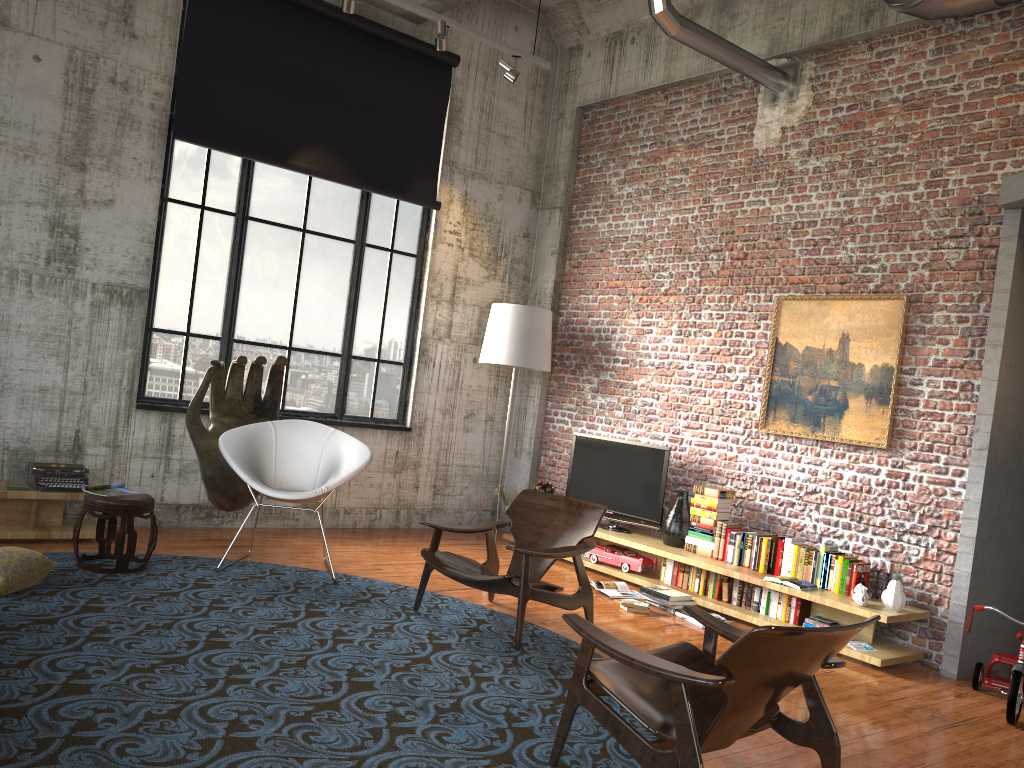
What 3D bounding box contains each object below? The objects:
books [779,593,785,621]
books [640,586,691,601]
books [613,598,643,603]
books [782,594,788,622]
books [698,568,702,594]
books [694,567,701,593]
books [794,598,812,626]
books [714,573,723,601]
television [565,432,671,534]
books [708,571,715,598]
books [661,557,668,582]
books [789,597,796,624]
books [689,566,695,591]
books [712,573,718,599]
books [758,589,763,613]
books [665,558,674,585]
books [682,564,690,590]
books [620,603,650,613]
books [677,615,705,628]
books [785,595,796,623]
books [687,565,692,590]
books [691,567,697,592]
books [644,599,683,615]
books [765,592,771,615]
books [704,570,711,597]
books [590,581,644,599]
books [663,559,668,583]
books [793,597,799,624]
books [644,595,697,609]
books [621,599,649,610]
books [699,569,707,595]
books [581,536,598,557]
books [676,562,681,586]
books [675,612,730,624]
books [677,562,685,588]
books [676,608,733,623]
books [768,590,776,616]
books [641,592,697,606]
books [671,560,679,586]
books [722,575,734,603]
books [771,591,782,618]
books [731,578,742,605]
[{"bbox_3d":[1.945,1.570,6.253,0.138,0.191,0.026,7,1,-38],"label":"books"},{"bbox_3d":[1.124,1.532,6.484,0.236,0.035,0.296,8,-1,-36],"label":"books"},{"bbox_3d":[0.859,1.607,6.534,0.189,0.012,0.133,8,-1,-40],"label":"books"},{"bbox_3d":[1.958,1.571,6.231,0.138,0.191,0.026,7,1,-38],"label":"books"},{"bbox_3d":[1.505,1.507,6.824,0.159,0.220,0.030,7,1,-38],"label":"books"},{"bbox_3d":[1.475,1.513,6.841,0.146,0.200,0.032,7,1,-38],"label":"books"},{"bbox_3d":[2.021,1.578,6.151,0.138,0.191,0.026,7,1,-38],"label":"books"},{"bbox_3d":[1.597,1.517,6.667,0.159,0.220,0.030,7,1,-38],"label":"books"},{"bbox_3d":[0.912,0.876,7.765,1.087,0.793,0.286,7,1,39],"label":"television"},{"bbox_3d":[1.560,1.519,6.719,0.151,0.208,0.039,7,1,-38],"label":"books"},{"bbox_3d":[1.260,1.480,7.100,0.139,0.217,0.022,7,1,-38],"label":"books"},{"bbox_3d":[1.998,1.581,6.194,0.132,0.181,0.034,7,1,-38],"label":"books"},{"bbox_3d":[1.436,1.512,6.876,0.140,0.194,0.023,7,1,-38],"label":"books"},{"bbox_3d":[1.586,1.516,6.696,0.159,0.220,0.030,7,1,-38],"label":"books"},{"bbox_3d":[1.829,1.568,6.401,0.122,0.168,0.020,7,1,-38],"label":"books"},{"bbox_3d":[1.311,1.471,7.057,0.172,0.247,0.057,7,1,-38],"label":"books"},{"bbox_3d":[1.405,1.498,6.926,0.148,0.214,0.049,7,1,-38],"label":"books"},{"bbox_3d":[0.877,1.598,6.323,0.182,0.030,0.128,7,0,-16],"label":"books"},{"bbox_3d":[1.338,1.660,6.222,0.232,0.017,0.312,7,-1,-23],"label":"books"},{"bbox_3d":[1.976,1.573,6.214,0.138,0.191,0.026,7,1,-38],"label":"books"},{"bbox_3d":[1.429,1.499,6.898,0.139,0.217,0.022,7,1,-38],"label":"books"},{"bbox_3d":[1.452,1.514,6.859,0.140,0.194,0.023,7,1,-38],"label":"books"},{"bbox_3d":[1.173,1.631,6.520,0.237,0.040,0.319,8,-1,-36],"label":"books"},{"bbox_3d":[1.867,1.572,6.354,0.122,0.168,0.020,7,1,-38],"label":"books"},{"bbox_3d":[1.548,1.509,6.768,0.157,0.225,0.052,7,1,-38],"label":"books"},{"bbox_3d":[0.782,1.567,6.816,0.300,0.049,0.421,7,-1,-23],"label":"books"},{"bbox_3d":[1.276,1.493,7.084,0.140,0.194,0.023,7,1,-38],"label":"books"},{"bbox_3d":[2.009,1.578,6.170,0.121,0.189,0.019,7,1,-38],"label":"books"},{"bbox_3d":[1.164,1.596,6.522,0.237,0.028,0.299,8,-1,-40],"label":"books"},{"bbox_3d":[0.878,1.571,6.325,0.189,0.022,0.133,7,0,13],"label":"books"},{"bbox_3d":[1.508,1.507,6.788,0.159,0.220,0.030,7,1,-38],"label":"books"},{"bbox_3d":[0.623,1.410,7.877,0.174,0.218,0.232,7,1,-38],"label":"books"},{"bbox_3d":[1.359,1.503,6.986,0.140,0.194,0.023,7,1,-38],"label":"books"},{"bbox_3d":[1.338,1.643,6.227,0.232,0.017,0.306,8,-1,-40],"label":"books"},{"bbox_3d":[1.375,1.498,6.959,0.151,0.208,0.039,7,1,-38],"label":"books"},{"bbox_3d":[1.348,1.628,6.230,0.251,0.014,0.310,8,-1,-32],"label":"books"},{"bbox_3d":[1.895,1.569,6.341,0.132,0.181,0.034,7,1,-38],"label":"books"},{"bbox_3d":[1.147,1.565,6.492,0.262,0.028,0.319,7,-1,-28],"label":"books"},{"bbox_3d":[1.341,1.472,7.013,0.153,0.252,0.046,7,1,-38],"label":"books"},{"bbox_3d":[1.640,1.506,6.630,0.153,0.256,0.088,7,1,-38],"label":"books"},{"bbox_3d":[1.906,1.568,6.301,0.129,0.186,0.043,7,1,-38],"label":"books"},{"bbox_3d":[1.704,1.530,6.578,0.149,0.214,0.049,7,1,-38],"label":"books"}]
